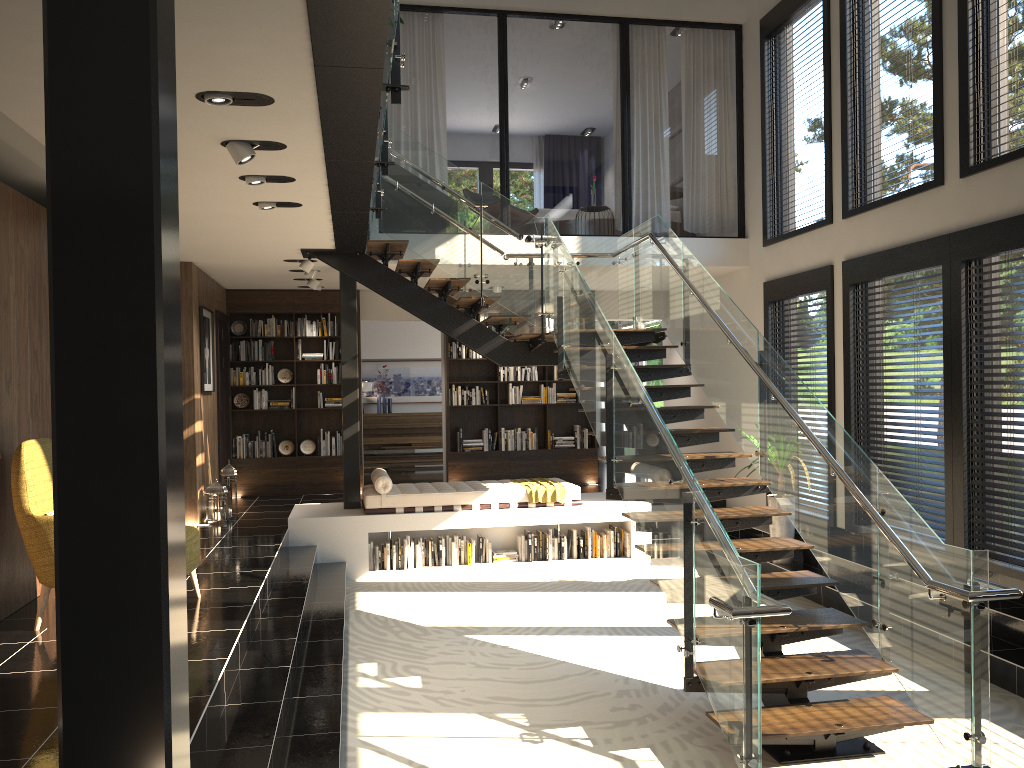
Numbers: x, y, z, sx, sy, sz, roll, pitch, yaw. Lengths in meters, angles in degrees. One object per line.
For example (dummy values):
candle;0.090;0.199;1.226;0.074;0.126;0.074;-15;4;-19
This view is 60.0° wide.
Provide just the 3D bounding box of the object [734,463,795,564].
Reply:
object;2.569;1.045;8.508;0.876;1.338;0.830;-1;0;-21

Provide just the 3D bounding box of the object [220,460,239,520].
object;-3.039;1.129;9.546;0.182;0.643;0.182;-1;1;-10

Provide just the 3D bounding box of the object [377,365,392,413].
object;-2.221;0.097;15.404;0.272;0.860;0.270;-1;0;4

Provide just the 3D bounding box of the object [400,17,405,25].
object;-1.505;-2.370;6.486;1.464;1.554;1.260;-1;0;-22

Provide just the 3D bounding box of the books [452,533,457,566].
books;-0.601;1.734;9.292;0.026;0.305;0.187;-1;0;-10

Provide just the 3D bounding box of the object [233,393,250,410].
object;-3.532;0.225;11.588;0.212;0.222;0.082;-1;0;-10

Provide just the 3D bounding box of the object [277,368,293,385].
object;-2.989;-0.100;11.684;0.212;0.222;0.082;-1;0;-10

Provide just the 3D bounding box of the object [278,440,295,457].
object;-2.969;0.846;11.673;0.212;0.222;0.082;-1;0;-10

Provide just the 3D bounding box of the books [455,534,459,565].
books;-0.577;1.733;9.292;0.020;0.305;0.172;-1;0;-10

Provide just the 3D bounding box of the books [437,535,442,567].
books;-0.753;1.739;9.250;0.033;0.299;0.196;-1;0;-10

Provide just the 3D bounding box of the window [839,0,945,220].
window;3.304;-2.751;7.461;0.358;2.476;1.393;-1;0;-10

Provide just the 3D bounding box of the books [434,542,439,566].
books;-0.798;1.772;9.265;0.050;0.234;0.149;-1;0;-10

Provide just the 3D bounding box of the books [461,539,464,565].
books;-0.531;1.759;9.320;0.034;0.252;0.151;-1;0;-10

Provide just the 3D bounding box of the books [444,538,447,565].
books;-0.703;1.752;9.290;0.029;0.271;0.128;-1;0;-10

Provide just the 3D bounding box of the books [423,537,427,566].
books;-0.910;1.749;9.272;0.025;0.285;0.137;-1;0;-10

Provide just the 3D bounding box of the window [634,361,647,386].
window;2.070;0.156;14.439;0.184;2.476;2.981;-1;0;-10

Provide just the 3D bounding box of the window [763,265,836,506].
window;3.069;0.117;9.059;0.358;2.476;1.393;-1;0;-10

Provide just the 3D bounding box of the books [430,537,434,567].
books;-0.835;1.749;9.245;0.028;0.282;0.173;-1;0;-10

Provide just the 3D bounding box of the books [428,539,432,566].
books;-0.859;1.760;9.249;0.019;0.261;0.183;-1;0;-10

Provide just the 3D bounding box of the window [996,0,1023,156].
window;3.659;-2.763;5.895;0.005;2.297;1.221;-1;0;-10

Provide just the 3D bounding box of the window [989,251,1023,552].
window;3.696;0.092;5.982;0.005;2.297;1.313;-1;0;-10

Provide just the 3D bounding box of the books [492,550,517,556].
books;-0.084;1.792;9.417;0.249;0.026;0.148;-1;0;-13

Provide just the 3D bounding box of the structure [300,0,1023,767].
structure;0.250;-0.100;5.979;3.447;4.869;7.279;-1;0;-11

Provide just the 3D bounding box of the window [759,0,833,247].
window;3.020;-2.740;9.031;0.358;2.476;1.393;-1;0;-10

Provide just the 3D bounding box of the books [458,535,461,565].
books;-0.556;1.739;9.299;0.023;0.293;0.157;-1;0;-10

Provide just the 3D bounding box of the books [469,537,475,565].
books;-0.422;1.754;9.314;0.050;0.258;0.215;-1;0;-10

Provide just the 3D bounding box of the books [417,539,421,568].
books;-0.964;1.756;9.194;0.021;0.271;0.148;-1;0;-10

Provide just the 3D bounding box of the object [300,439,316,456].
object;-2.698;0.841;11.717;0.212;0.222;0.082;-1;0;-10

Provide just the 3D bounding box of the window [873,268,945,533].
window;3.430;0.102;7.453;0.005;2.297;1.313;-1;0;-10

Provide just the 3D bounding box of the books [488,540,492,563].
books;-0.244;1.771;9.371;0.030;0.218;0.186;-1;0;-10

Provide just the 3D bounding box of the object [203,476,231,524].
object;-3.095;1.209;9.303;0.262;0.483;0.262;-1;0;-10

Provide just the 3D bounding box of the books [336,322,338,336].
books;-2.335;-0.728;11.840;0.022;0.195;0.135;-1;0;-10

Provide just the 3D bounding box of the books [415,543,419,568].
books;-0.986;1.771;9.176;0.029;0.240;0.165;-1;0;-10

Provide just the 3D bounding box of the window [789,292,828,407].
window;3.140;0.116;9.064;0.005;2.297;1.221;-1;0;-10

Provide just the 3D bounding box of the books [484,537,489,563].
books;-0.269;1.752;9.366;0.020;0.257;0.154;-1;0;-10

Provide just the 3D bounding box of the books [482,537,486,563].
books;-0.305;1.756;9.386;0.045;0.251;0.142;-1;0;-10

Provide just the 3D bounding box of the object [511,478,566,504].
object;0.264;1.325;9.851;0.466;0.510;1.166;-1;0;-10

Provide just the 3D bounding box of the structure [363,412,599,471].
structure;-1.610;0.980;15.474;6.276;0.982;0.885;-1;0;-10

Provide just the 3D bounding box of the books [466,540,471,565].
books;-0.459;1.767;9.299;0.028;0.233;0.205;-1;0;-10

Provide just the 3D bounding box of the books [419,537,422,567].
books;-0.948;1.743;9.220;0.020;0.295;0.102;-1;0;-10

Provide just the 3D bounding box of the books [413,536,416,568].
books;-1.011;1.735;9.174;0.021;0.313;0.139;-1;0;-10

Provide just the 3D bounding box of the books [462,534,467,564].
books;-0.499;1.738;9.336;0.036;0.293;0.128;-1;0;-10

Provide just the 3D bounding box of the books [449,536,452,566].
books;-0.653;1.744;9.289;0.025;0.287;0.169;-1;0;-10

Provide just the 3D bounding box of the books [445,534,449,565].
books;-0.678;1.733;9.293;0.023;0.308;0.126;-1;0;-10

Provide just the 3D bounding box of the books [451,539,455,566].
books;-0.623;1.763;9.271;0.027;0.246;0.193;-1;0;-10

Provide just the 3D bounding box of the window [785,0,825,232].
window;3.092;-2.742;9.036;0.005;2.297;1.221;-1;0;-10

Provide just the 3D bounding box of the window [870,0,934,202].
window;3.375;-2.753;7.466;0.005;2.297;1.221;-1;0;-10

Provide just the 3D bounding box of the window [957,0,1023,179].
window;3.587;-2.762;5.890;0.358;2.476;1.393;-1;0;-10

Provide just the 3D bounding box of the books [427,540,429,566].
books;-0.883;1.761;9.262;0.023;0.260;0.133;-1;0;-10

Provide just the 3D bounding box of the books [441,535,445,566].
books;-0.727;1.742;9.268;0.025;0.293;0.205;-1;0;-10

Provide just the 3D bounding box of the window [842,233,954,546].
window;3.359;0.103;7.449;0.358;2.476;1.498;-1;0;-10

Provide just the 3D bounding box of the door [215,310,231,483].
door;-3.599;0.300;10.959;0.104;2.347;0.931;-1;0;-10

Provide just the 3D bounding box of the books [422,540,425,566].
books;-0.934;1.768;9.269;0.026;0.247;0.149;-1;0;-10

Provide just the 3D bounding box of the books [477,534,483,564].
books;-0.339;1.740;9.362;0.030;0.284;0.176;-1;0;-10

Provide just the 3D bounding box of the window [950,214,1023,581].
window;3.625;0.093;5.977;0.358;2.476;1.498;-1;0;-10

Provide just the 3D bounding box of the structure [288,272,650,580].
structure;-0.484;0.333;9.698;3.781;3.245;1.149;-1;0;-10

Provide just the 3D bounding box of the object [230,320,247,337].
object;-3.558;-0.721;11.552;0.212;0.222;0.082;-1;0;-10
